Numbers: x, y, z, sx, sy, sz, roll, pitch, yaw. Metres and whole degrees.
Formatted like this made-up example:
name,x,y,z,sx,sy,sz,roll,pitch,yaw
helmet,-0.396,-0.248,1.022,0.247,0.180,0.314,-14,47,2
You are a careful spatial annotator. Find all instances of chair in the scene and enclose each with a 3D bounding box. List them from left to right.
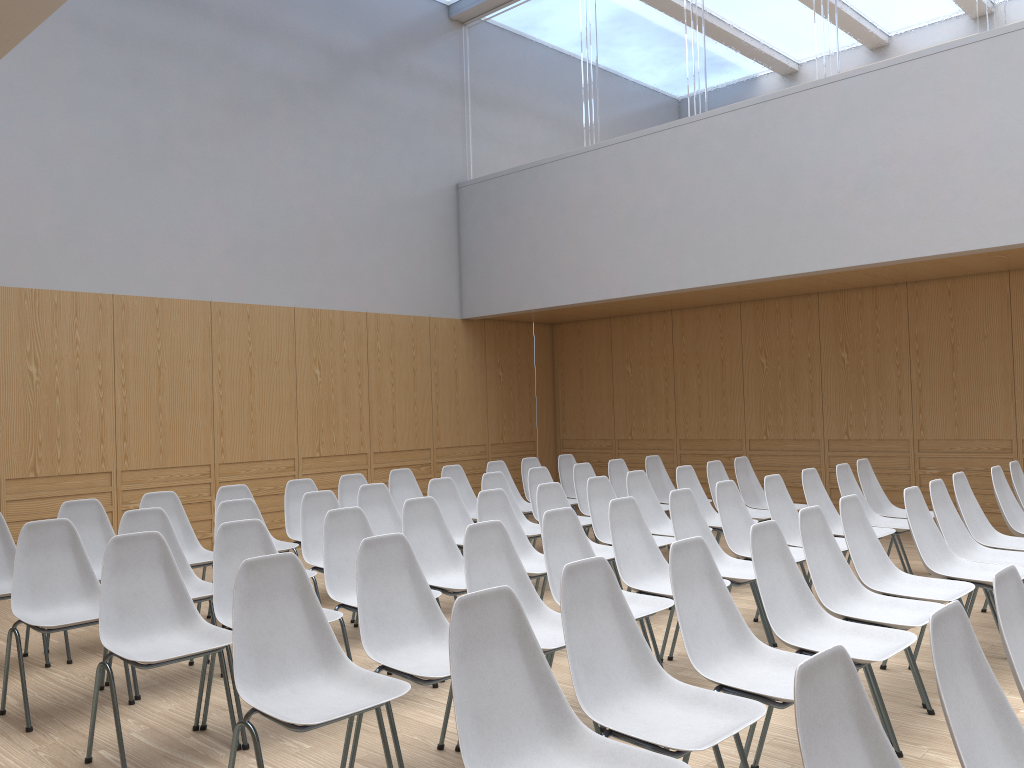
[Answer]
name,x,y,z,sx,sy,sz,roll,pitch,yaw
chair,-2.844,1.136,4.857,0.505,0.876,0.479,-3,-2,43
chair,-2.084,1.092,4.166,0.505,0.876,0.479,-3,-2,43
chair,-2.444,1.134,5.242,0.505,0.876,0.479,-3,-2,43
chair,-1.388,1.053,3.547,0.505,0.876,0.479,-3,-2,43
chair,-1.776,1.093,4.563,0.505,0.876,0.479,-3,-2,43
chair,-2.125,1.135,5.650,0.505,0.876,0.479,-3,-2,43
chair,-1.755,1.133,6.014,0.505,0.876,0.479,-3,-2,43
chair,-1.390,1.091,4.918,0.505,0.876,0.479,-3,-2,43
chair,-1.048,1.051,3.879,0.505,0.876,0.479,-3,-2,43
chair,-0.632,1.008,2.834,0.505,0.876,0.479,-3,-2,43
chair,-1.377,1.132,6.389,0.505,0.876,0.479,-3,-2,43
chair,-1.006,1.090,5.311,0.505,0.876,0.479,-3,-2,43
chair,-1.058,1.132,6.754,0.505,0.876,0.479,-3,-2,43
chair,-0.649,1.049,4.274,0.505,0.876,0.479,-3,-2,43
chair,-0.739,1.094,5.755,0.505,0.876,0.479,-3,-2,43
chair,-0.735,1.134,7.216,0.505,0.876,0.479,-3,-2,43
chair,-0.303,1.009,3.242,0.505,0.876,0.479,-3,-2,43
chair,-0.314,1.050,4.688,0.505,0.876,0.479,-3,-2,43
chair,-0.307,1.089,6.068,0.505,0.876,0.479,-3,-2,43
chair,-0.326,1.129,7.490,0.505,0.876,0.479,-3,-2,43
chair,0.047,1.129,7.901,0.505,0.876,0.479,-3,-2,43
chair,0.051,1.088,6.474,0.505,0.876,0.479,-3,-2,43
chair,0.073,1.048,5.040,0.505,0.876,0.479,-3,-2,43
chair,0.078,1.006,3.548,0.505,0.876,0.479,-3,-2,43
chair,0.364,1.129,8.292,0.505,0.876,0.479,-3,-2,43
chair,0.120,0.965,2.135,0.505,0.876,0.479,-3,-2,43
chair,0.400,1.089,6.873,0.505,0.876,0.479,-3,-2,43
chair,0.425,1.046,5.373,0.505,0.876,0.479,-3,-2,43
chair,0.729,1.128,8.652,0.505,0.876,0.479,-3,-2,43
chair,0.411,1.006,3.942,0.505,0.876,0.479,-3,-2,43
chair,0.778,1.086,7.205,0.505,0.876,0.479,-3,-2,43
chair,0.767,1.045,5.750,0.505,0.876,0.479,-3,-2,43
chair,1.108,1.086,7.597,0.505,0.876,0.479,-3,-2,43
chair,0.418,0.967,2.551,0.505,0.876,0.479,-3,-2,43
chair,0.755,1.006,4.336,0.505,0.876,0.479,-3,-2,43
chair,1.081,1.047,6.170,0.505,0.876,0.479,-3,-2,43
chair,1.487,1.085,7.972,0.505,0.876,0.479,-3,-2,43
chair,1.494,1.043,6.508,0.505,0.876,0.479,-3,-2,43
chair,1.121,1.004,4.696,0.505,0.876,0.479,-3,-2,43
chair,1.821,1.045,6.955,0.505,0.876,0.479,-3,-2,43
chair,0.803,0.964,2.901,0.505,0.876,0.479,-3,-2,43
chair,1.470,1.005,5.126,0.505,0.876,0.479,-3,-2,43
chair,2.142,1.046,7.356,0.505,0.876,0.479,-3,-2,43
chair,1.844,1.002,5.437,0.505,0.876,0.479,-3,-2,43
chair,1.173,0.963,3.267,0.505,0.876,0.479,-3,-2,43
chair,2.217,1.002,5.859,0.505,0.876,0.479,-3,-2,43
chair,1.496,0.964,3.695,0.505,0.876,0.479,-3,-2,43
chair,2.570,1.000,6.193,0.505,0.876,0.479,-3,-2,43
chair,2.885,1.002,6.628,0.505,0.876,0.479,-3,-2,43
chair,1.819,0.965,4.099,0.505,0.876,0.479,-3,-2,43
chair,2.260,0.960,4.406,0.505,0.876,0.479,-3,-2,43
chair,0.766,0.925,1.463,0.505,0.876,0.479,-3,-2,43
chair,2.559,0.960,4.765,0.505,0.876,0.479,-3,-2,43
chair,2.892,0.961,5.178,0.505,0.876,0.479,-3,-2,43
chair,3.319,0.958,5.545,0.505,0.876,0.479,-3,-2,43
chair,3.649,0.958,5.923,0.505,0.876,0.479,-3,-2,43
chair,1.160,0.922,1.796,0.505,0.876,0.479,-3,-2,43
chair,1.516,0.922,2.201,0.505,0.876,0.479,-3,-2,43

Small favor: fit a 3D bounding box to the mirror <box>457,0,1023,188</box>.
name,x,y,z,sx,sy,sz,roll,pitch,yaw
mirror,5.862,-3.818,4.874,17.829,2.089,0.253,-3,-2,43
